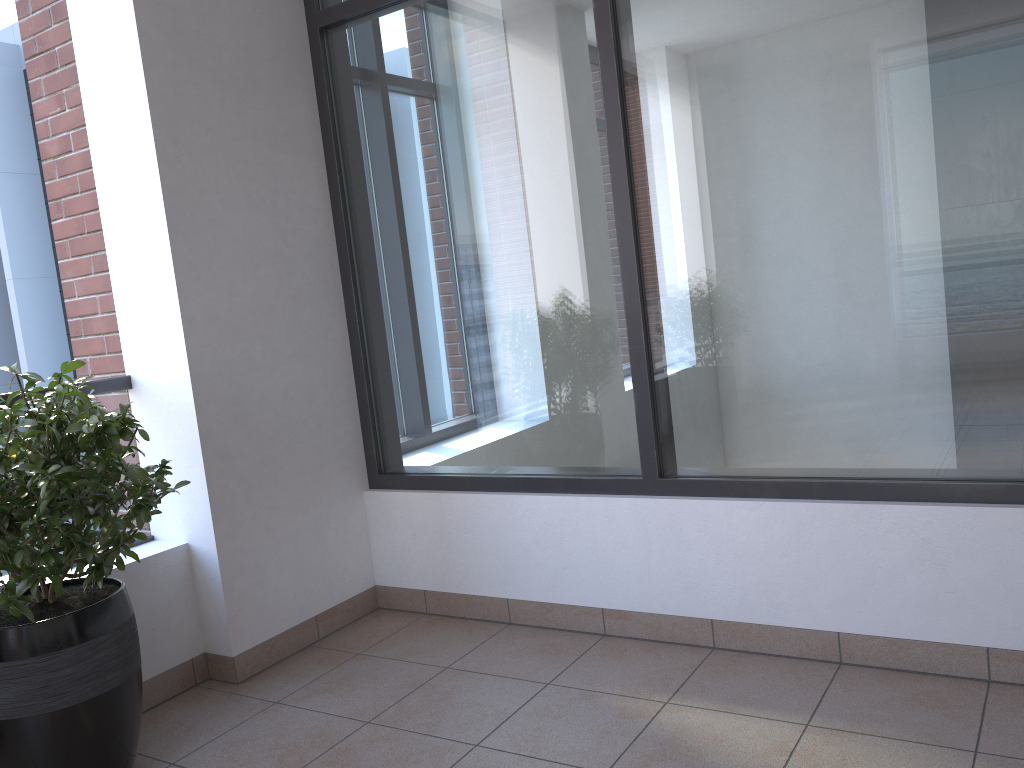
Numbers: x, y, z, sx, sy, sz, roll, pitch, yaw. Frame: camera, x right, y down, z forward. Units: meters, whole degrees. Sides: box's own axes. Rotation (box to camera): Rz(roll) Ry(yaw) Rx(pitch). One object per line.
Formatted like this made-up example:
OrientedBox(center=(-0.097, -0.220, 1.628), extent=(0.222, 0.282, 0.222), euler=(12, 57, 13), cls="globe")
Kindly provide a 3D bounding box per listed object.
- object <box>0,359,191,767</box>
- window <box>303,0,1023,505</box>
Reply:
OrientedBox(center=(-1.256, 0.604, 2.379), extent=(0.721, 1.338, 0.731), euler=(-3, 7, 36), cls="object")
OrientedBox(center=(1.411, -0.878, 2.284), extent=(5.002, 2.402, 0.170), euler=(-3, 7, 33), cls="window")
